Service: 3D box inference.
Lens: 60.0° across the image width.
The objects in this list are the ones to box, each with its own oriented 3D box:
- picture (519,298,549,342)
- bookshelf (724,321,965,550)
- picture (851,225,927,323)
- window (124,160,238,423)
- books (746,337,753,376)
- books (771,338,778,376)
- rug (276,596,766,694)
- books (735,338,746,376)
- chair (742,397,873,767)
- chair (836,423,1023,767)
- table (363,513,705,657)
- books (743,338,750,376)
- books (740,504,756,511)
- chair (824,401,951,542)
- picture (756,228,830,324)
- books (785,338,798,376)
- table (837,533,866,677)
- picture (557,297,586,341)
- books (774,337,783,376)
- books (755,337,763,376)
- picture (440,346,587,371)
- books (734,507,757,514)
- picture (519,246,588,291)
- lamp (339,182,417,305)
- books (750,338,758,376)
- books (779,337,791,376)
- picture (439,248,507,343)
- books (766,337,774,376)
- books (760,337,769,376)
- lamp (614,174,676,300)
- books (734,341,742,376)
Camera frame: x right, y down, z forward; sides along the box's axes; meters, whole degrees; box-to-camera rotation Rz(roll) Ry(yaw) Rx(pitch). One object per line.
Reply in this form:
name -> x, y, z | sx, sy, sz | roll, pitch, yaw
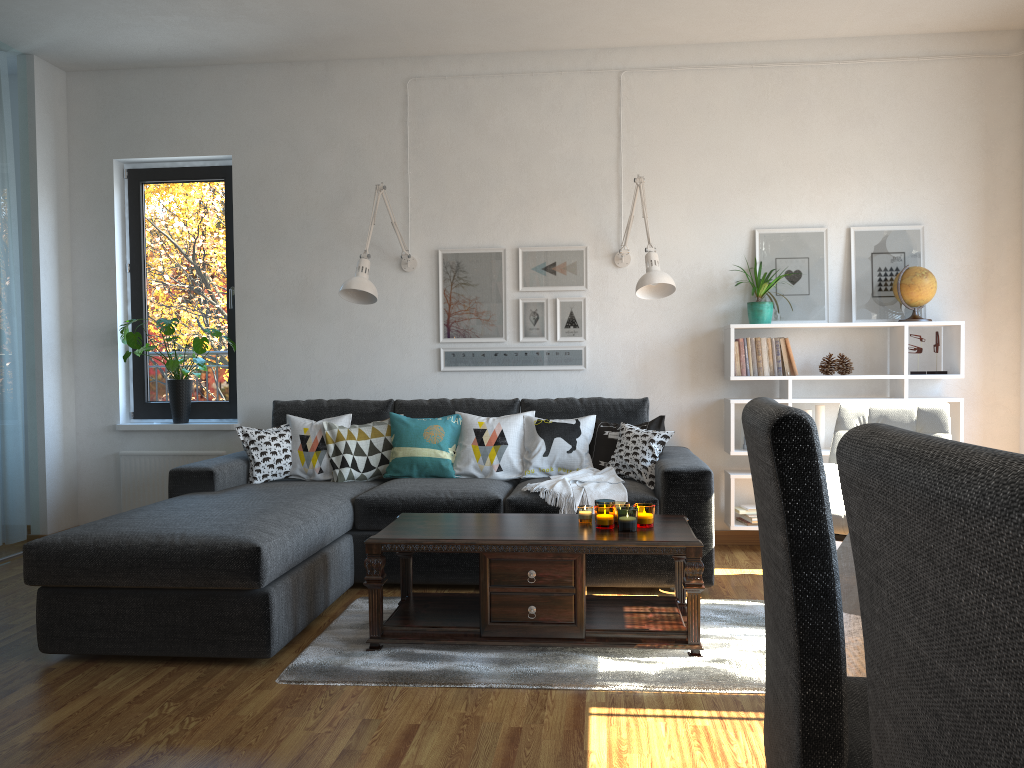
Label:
picture -> 0.127, -0.365, 5.053 | 0.166, 0.248, 0.021 | 0, 2, 6
bookshelf -> 1.765, 0.277, 4.780 | 1.190, 1.201, 0.237 | 0, 2, 6
picture -> 2.050, -0.595, 4.833 | 0.390, 0.532, 0.059 | 0, 2, 6
window -> -5.954, 1.397, 18.679 | 13.976, 18.380, 24.364 | 0, 2, 12
books -> 1.278, -0.146, 4.802 | 0.035, 0.209, 0.129 | 0, 2, 6
books -> 1.405, -0.144, 4.792 | 0.035, 0.204, 0.131 | 0, 2, 6
rug -> 0.180, 0.941, 3.319 | 1.813, 0.034, 1.051 | 0, 1, 5
books -> 1.239, -0.144, 4.805 | 0.043, 0.205, 0.129 | 0, 2, 6
chair -> 0.649, 0.506, 1.403 | 0.545, 0.960, 0.461 | 0, 2, 11
chair -> 0.580, 0.522, 0.703 | 0.545, 0.960, 0.461 | 0, 2, 6
table -> 0.093, 0.736, 3.334 | 1.179, 0.409, 0.570 | 0, 1, 6
books -> 1.262, -0.143, 4.805 | 0.033, 0.210, 0.136 | 0, 2, 6
books -> 1.323, 0.674, 4.843 | 0.115, 0.010, 0.141 | -1, 1, -4
chair -> 1.644, 0.507, 3.917 | 0.545, 0.832, 0.684 | 0, 2, 31
picture -> 1.543, -0.591, 4.883 | 0.390, 0.532, 0.059 | 0, 2, 6
books -> 1.495, -0.147, 4.780 | 0.070, 0.204, 0.132 | 0, 2, 6
table -> 1.142, 0.609, 0.993 | 1.235, 0.763, 1.855 | 0, 1, 6
picture -> 0.338, -0.367, 5.032 | 0.166, 0.248, 0.021 | 0, 2, 6
books -> 1.427, -0.147, 4.790 | 0.044, 0.208, 0.133 | 0, 2, 6
books -> 1.326, -0.146, 4.794 | 0.044, 0.210, 0.133 | 0, 2, 6
picture -> 0.007, -0.147, 5.072 | 0.837, 0.136, 0.021 | 0, 2, 6
books -> 1.312, 0.689, 4.846 | 0.183, 0.020, 0.134 | -1, 1, -3
picture -> 0.235, -0.654, 5.031 | 0.390, 0.248, 0.021 | 0, 2, 6
lamp -> -0.729, -0.755, 4.798 | 0.200, 0.670, 0.698 | 0, 2, 15
books -> 1.300, -0.145, 4.801 | 0.044, 0.209, 0.136 | 0, 2, 6
books -> 1.464, -0.147, 4.787 | 0.061, 0.211, 0.128 | 0, 2, 6
picture -> -0.223, -0.507, 5.078 | 0.390, 0.534, 0.013 | 0, 2, 6
books -> 1.383, -0.146, 4.793 | 0.044, 0.209, 0.133 | 0, 2, 5
books -> 1.355, -0.146, 4.796 | 0.048, 0.208, 0.135 | 0, 2, 6
lamp -> 0.697, -0.766, 4.658 | 0.200, 0.670, 0.698 | -1, 2, -4
books -> 1.211, -0.136, 4.803 | 0.047, 0.191, 0.124 | 0, 2, 5
